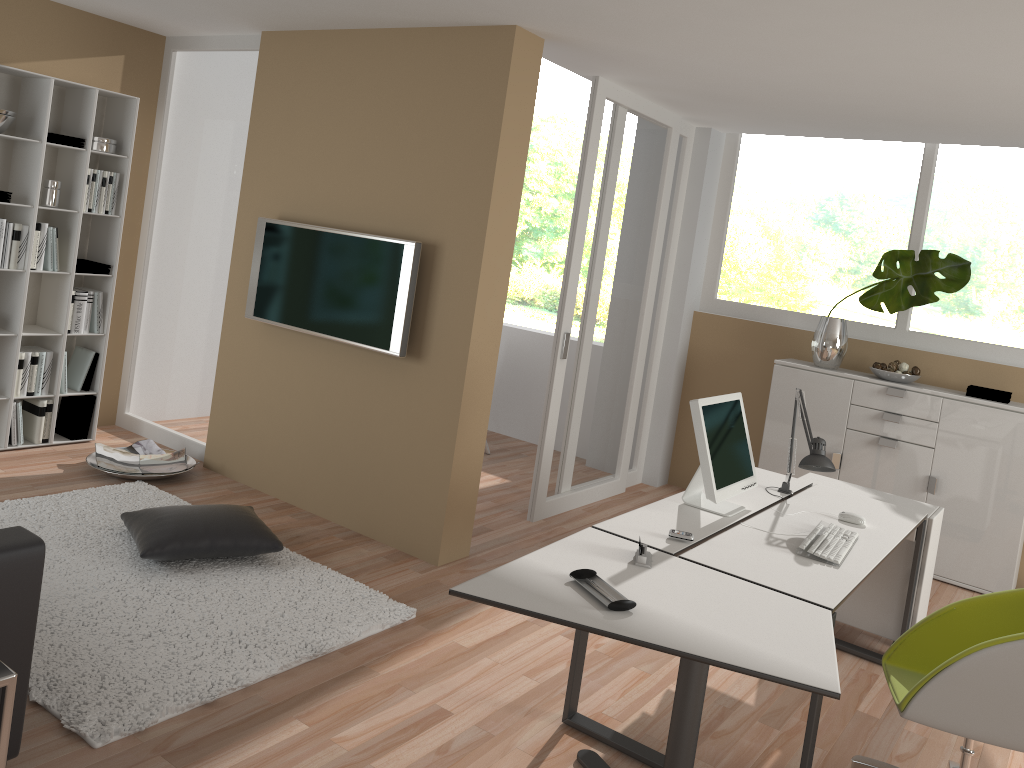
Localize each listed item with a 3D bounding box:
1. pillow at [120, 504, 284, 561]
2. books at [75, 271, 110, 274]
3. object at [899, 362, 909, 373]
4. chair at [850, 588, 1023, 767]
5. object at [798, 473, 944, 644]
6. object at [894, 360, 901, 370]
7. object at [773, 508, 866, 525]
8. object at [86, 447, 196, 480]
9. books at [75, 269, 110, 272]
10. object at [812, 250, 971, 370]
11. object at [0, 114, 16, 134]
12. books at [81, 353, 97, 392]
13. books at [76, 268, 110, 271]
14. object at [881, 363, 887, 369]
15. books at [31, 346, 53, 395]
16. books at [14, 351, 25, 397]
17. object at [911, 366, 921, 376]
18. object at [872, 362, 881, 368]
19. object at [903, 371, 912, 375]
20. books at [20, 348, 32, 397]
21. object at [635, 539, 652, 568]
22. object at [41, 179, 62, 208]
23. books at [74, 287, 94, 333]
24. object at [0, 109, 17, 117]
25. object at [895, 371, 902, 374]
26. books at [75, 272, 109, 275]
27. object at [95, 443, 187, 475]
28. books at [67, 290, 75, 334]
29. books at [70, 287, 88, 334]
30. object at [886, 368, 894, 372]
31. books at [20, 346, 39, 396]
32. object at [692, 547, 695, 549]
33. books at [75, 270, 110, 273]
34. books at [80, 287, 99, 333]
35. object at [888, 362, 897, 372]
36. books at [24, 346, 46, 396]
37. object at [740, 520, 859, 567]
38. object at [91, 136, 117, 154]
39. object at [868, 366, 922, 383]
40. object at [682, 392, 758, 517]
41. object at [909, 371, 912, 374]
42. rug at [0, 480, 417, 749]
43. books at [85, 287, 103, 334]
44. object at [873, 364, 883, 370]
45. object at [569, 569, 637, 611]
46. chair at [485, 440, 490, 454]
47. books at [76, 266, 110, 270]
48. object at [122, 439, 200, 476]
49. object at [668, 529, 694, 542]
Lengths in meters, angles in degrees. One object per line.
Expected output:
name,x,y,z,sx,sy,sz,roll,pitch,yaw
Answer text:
pillow,-1.401,0.662,3.963,0.606,0.208,0.591,3,10,-31
books,-2.656,-0.705,5.413,0.301,0.006,0.210,14,11,33
object,2.431,-0.100,5.462,0.051,0.066,0.057,5,6,-33
chair,1.395,0.997,2.603,0.600,0.805,0.625,9,5,9
object,1.620,0.850,4.148,0.628,0.672,0.307,12,5,34
object,2.435,-0.117,5.569,0.054,0.070,0.052,12,6,40
object,1.223,0.537,3.521,0.372,0.079,0.141,10,8,13
object,-2.117,0.469,5.029,0.586,0.063,0.590,10,9,9
books,-2.656,-0.717,5.414,0.300,0.006,0.210,14,11,32
object,2.384,-0.457,5.567,0.867,0.840,0.264,12,4,31
object,-2.906,-1.440,4.843,0.299,0.106,0.302,8,8,-1
books,-2.683,-0.093,5.499,0.213,0.237,0.043,12,4,34
books,-2.653,-0.721,5.412,0.301,0.006,0.210,14,11,33
object,2.364,-0.104,5.617,0.054,0.063,0.057,8,5,-7
books,-2.820,-0.082,5.249,0.210,0.257,0.040,12,4,34
books,-2.909,-0.073,5.108,0.210,0.257,0.040,12,4,34
object,2.487,-0.076,5.422,0.053,0.068,0.053,13,6,42
object,2.318,-0.107,5.589,0.056,0.064,0.053,10,5,13
object,2.439,-0.048,5.430,0.054,0.063,0.057,9,5,11
books,-2.891,-0.076,5.146,0.210,0.257,0.040,12,4,34
object,0.410,0.514,2.710,0.049,0.055,0.131,9,8,9
object,-2.693,-1.113,5.147,0.093,0.161,0.095,5,5,-42
books,-2.658,-0.456,5.415,0.210,0.257,0.040,12,4,34
object,-2.902,-1.467,4.842,0.299,0.106,0.302,8,8,-1
object,2.391,-0.050,5.452,0.055,0.065,0.052,11,5,24
books,-2.658,-0.700,5.413,0.301,0.007,0.210,14,11,33
object,-2.121,0.437,5.040,0.496,0.096,0.348,4,9,-26
books,-2.719,-0.448,5.308,0.210,0.257,0.040,12,4,34
books,-2.680,-0.450,5.357,0.210,0.257,0.076,12,4,34
object,2.338,-0.066,5.445,0.051,0.065,0.057,4,7,-43
books,-2.866,-0.078,5.179,0.210,0.257,0.040,12,4,34
object,0.656,0.633,3.468,0.134,0.113,0.039,12,5,34
books,-2.655,-0.711,5.413,0.301,0.006,0.210,14,11,33
books,-2.625,-0.458,5.456,0.210,0.258,0.060,12,4,34
object,2.371,-0.105,5.479,0.054,0.063,0.055,10,5,18
books,-2.844,-0.080,5.214,0.210,0.257,0.040,12,4,34
object,1.029,0.559,3.211,0.391,0.079,0.456,13,10,28
object,-2.521,-1.461,5.382,0.190,0.089,0.195,6,8,-14
object,2.397,-0.052,5.516,0.314,0.063,0.317,8,9,-1
object,0.825,0.266,3.447,0.199,0.428,0.465,11,6,33
object,2.487,-0.052,5.470,0.053,0.066,0.056,10,5,18
rug,-1.593,0.785,3.637,2.048,0.045,1.448,14,11,33
books,-2.610,-0.459,5.476,0.210,0.258,0.060,12,4,34
object,2.302,-0.094,5.537,0.056,0.061,0.055,7,5,-12
object,0.243,0.555,2.380,0.089,0.030,0.219,4,10,-26
chair,-0.862,0.010,6.640,1.426,0.820,0.702,6,6,-21
books,-2.653,-0.733,5.411,0.301,0.006,0.210,15,11,35
object,-2.107,0.443,5.089,0.505,0.096,0.342,14,10,33
object,0.569,0.510,2.958,0.084,0.021,0.047,10,8,13
